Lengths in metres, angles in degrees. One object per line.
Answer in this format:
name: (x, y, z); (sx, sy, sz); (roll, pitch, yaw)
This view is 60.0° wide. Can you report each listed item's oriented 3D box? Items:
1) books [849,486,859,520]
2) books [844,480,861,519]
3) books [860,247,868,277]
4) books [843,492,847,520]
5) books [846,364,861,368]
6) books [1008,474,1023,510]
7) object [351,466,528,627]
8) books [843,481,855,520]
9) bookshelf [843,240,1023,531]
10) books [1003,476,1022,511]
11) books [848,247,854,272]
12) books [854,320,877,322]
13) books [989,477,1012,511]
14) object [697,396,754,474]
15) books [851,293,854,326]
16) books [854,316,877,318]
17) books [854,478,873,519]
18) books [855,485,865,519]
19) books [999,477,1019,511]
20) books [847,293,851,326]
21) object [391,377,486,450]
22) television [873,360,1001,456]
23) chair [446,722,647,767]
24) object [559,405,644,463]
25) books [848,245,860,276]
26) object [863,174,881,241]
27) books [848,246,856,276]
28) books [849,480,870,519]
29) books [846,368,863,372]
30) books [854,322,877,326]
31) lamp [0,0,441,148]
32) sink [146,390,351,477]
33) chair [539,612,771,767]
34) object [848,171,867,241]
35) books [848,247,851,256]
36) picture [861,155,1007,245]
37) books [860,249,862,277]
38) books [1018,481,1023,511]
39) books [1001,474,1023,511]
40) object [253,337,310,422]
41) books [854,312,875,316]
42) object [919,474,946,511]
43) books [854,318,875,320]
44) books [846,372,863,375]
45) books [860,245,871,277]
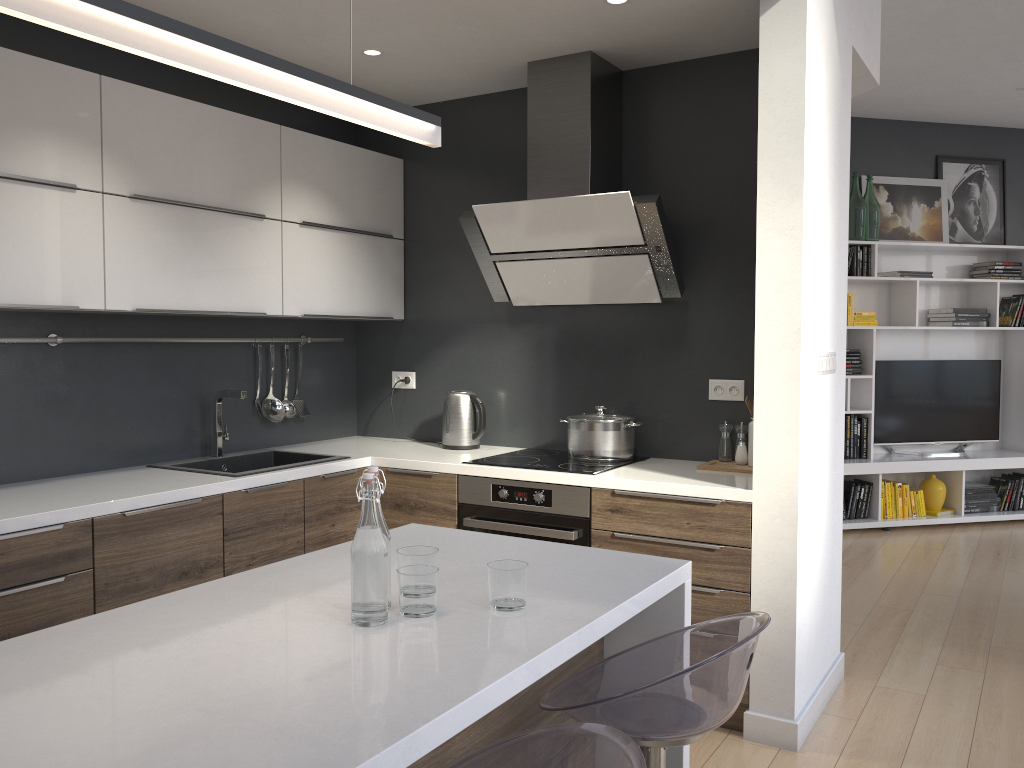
books: (2.410, 0.841, 6.369); (0.069, 0.242, 0.172); (-1, 3, -13)
books: (2.428, 0.832, 6.399); (0.075, 0.254, 0.192); (-1, 3, -15)
books: (2.502, -0.874, 6.409); (0.038, 0.218, 0.169); (-1, 3, -14)
books: (2.309, 0.836, 6.352); (0.083, 0.249, 0.191); (-1, 3, -14)
books: (2.348, -0.133, 6.422); (0.266, 0.030, 0.209); (-1, 3, -15)
books: (3.840, 0.819, 6.738); (0.084, 0.249, 0.191); (-1, 3, -14)
object: (-0.128, 0.289, 1.625); (0.323, 0.267, 0.148); (0, 3, -4)
books: (2.383, 0.829, 6.391); (0.066, 0.260, 0.197); (-1, 3, -14)
bookshelf: (3.236, 0.003, 6.570); (3.000, 2.052, 0.455); (-1, 3, -14)
books: (3.761, 0.826, 6.694); (0.069, 0.242, 0.172); (-1, 3, -13)
books: (2.379, -0.871, 6.376); (0.074, 0.212, 0.154); (-1, 3, -15)
books: (2.520, -0.457, 6.436); (0.196, 0.011, 0.148); (-1, 3, -14)
books: (3.659, 0.829, 6.691); (0.104, 0.234, 0.182); (-1, 3, -14)
object: (0.915, 0.174, 3.459); (0.330, 0.316, 0.221); (2, 3, 31)
books: (2.412, -0.533, 6.416); (0.024, 0.234, 0.172); (-1, 3, -14)
books: (2.522, -0.486, 6.430); (0.187, 0.014, 0.134); (-1, 3, -14)
books: (2.524, 0.828, 6.422); (0.066, 0.260, 0.197); (-1, 3, -14)
books: (2.457, 0.837, 6.393); (0.071, 0.243, 0.179); (-1, 3, -15)
books: (3.724, 0.829, 6.698); (0.081, 0.233, 0.169); (-1, 3, -15)
books: (2.387, -0.533, 6.406); (0.024, 0.234, 0.172); (-1, 3, -14)
object: (-0.354, 0.134, 4.213); (0.590, 0.318, 0.179); (2, 4, 38)
television: (3.202, 0.172, 6.683); (1.102, 0.704, 0.207); (-1, 3, -14)
chair: (-0.038, 0.898, 1.219); (0.434, 0.787, 0.475); (0, 3, -6)
object: (0.374, 0.200, 3.727); (0.288, 0.223, 0.315); (-1, 3, -18)
books: (2.449, -0.880, 6.399); (0.025, 0.232, 0.176); (-1, 3, -14)
object: (2.599, -1.272, 6.456); (0.157, 0.507, 0.157); (0, 3, 0)
books: (2.426, -0.874, 6.388); (0.021, 0.221, 0.156); (-1, 3, -14)
books: (2.491, 0.833, 6.413); (0.084, 0.249, 0.191); (-1, 3, -14)
books: (2.359, -0.104, 6.407); (0.270, 0.025, 0.189); (-1, 3, -15)
books: (2.520, -0.434, 6.433); (0.190, 0.033, 0.147); (-1, 3, -14)
lamp: (-0.412, -0.845, 1.386); (0.020, 0.756, 0.998); (2, 3, 31)
sink: (-1.064, 0.288, 3.633); (0.512, 0.518, 0.626); (2, 3, 31)
chair: (0.271, 0.847, 1.729); (0.434, 0.838, 0.475); (2, 3, 29)
object: (2.462, -1.268, 6.364); (0.157, 0.507, 0.157); (0, 3, 0)
books: (2.349, -0.870, 6.381); (0.087, 0.214, 0.171); (-1, 3, -14)
picture: (3.207, -1.380, 6.707); (1.279, 0.707, 0.076); (-1, 3, -14)
books: (2.474, -0.866, 6.401); (0.021, 0.200, 0.147); (-1, 3, -14)
books: (3.804, 0.824, 6.725); (0.068, 0.243, 0.179); (-1, 3, -15)
books: (3.777, 0.817, 6.724); (0.075, 0.254, 0.192); (-1, 3, -15)
object: (-1.074, -0.022, 4.118); (0.069, 0.389, 0.320); (2, 3, 32)
books: (2.515, -0.507, 6.441); (0.186, 0.026, 0.138); (-1, 3, -14)
object: (3.096, 0.794, 6.532); (0.185, 0.257, 0.185); (-2, 4, -36)
books: (2.519, -0.470, 6.415); (0.169, 0.018, 0.113); (-1, 3, -13)
books: (2.359, -0.079, 6.406); (0.263, 0.026, 0.189); (-1, 3, -16)
books: (2.531, -0.881, 6.408); (0.019, 0.230, 0.174); (-1, 3, -14)
